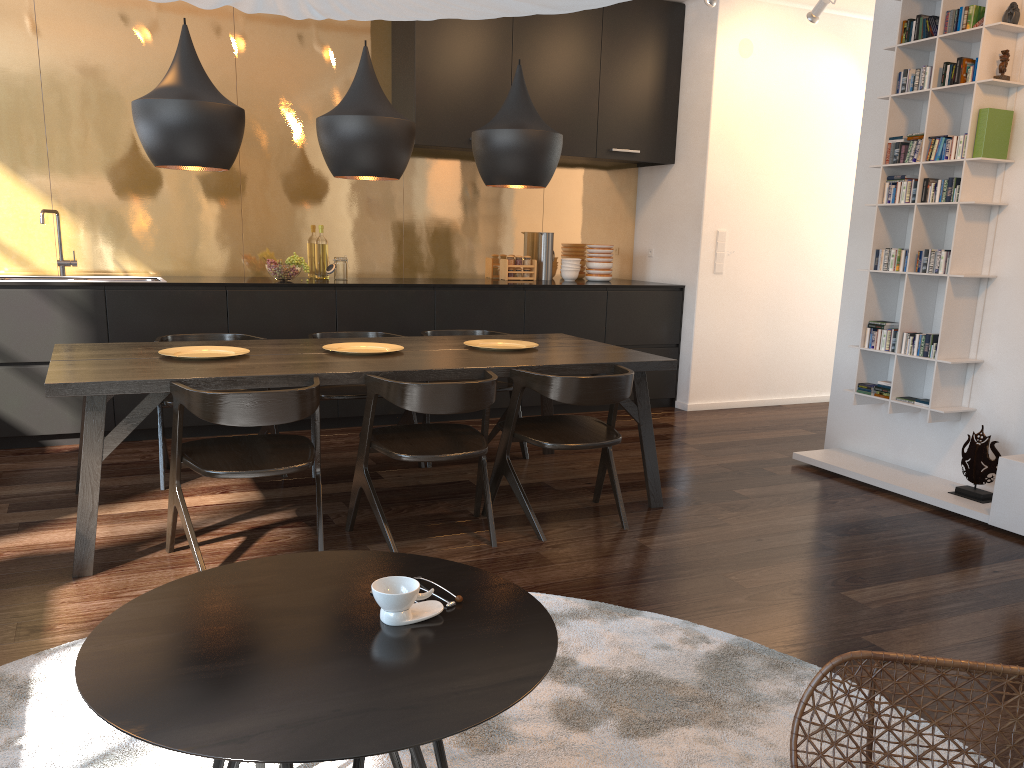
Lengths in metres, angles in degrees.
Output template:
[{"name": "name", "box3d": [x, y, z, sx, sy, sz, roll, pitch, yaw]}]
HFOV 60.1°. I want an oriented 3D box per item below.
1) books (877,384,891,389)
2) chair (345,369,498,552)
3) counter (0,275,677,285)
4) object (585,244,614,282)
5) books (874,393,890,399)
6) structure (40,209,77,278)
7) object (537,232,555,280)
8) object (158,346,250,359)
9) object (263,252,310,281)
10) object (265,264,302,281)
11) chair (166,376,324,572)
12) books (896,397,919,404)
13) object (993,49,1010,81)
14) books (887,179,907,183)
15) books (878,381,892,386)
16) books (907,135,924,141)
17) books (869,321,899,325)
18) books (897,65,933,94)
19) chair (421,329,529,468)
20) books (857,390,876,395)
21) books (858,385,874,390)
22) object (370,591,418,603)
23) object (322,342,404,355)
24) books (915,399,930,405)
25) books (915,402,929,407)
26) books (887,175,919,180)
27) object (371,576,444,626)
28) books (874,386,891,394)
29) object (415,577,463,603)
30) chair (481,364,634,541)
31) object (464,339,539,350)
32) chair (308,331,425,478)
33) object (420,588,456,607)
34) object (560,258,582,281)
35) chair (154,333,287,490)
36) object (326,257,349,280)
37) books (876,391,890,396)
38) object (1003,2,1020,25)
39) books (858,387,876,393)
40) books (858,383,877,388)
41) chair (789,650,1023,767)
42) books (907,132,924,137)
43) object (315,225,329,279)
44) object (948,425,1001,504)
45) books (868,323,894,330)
[{"name": "books", "box3d": [1.933, 0.012, 4.531, 0.069, 0.014, 0.091, -3, 11, -25]}, {"name": "chair", "box3d": [-0.323, 0.288, 3.498, 0.592, 0.682, 0.512, -4, 13, -24]}, {"name": "counter", "box3d": [-1.203, -0.655, 5.586, 5.050, 0.002, 0.722, -3, 10, -25]}, {"name": "object", "box3d": [0.649, -0.898, 6.560, 0.196, 0.268, 0.196, 11, 15, 38]}, {"name": "books", "box3d": [1.931, 0.063, 4.551, 0.069, 0.017, 0.106, -3, 11, -25]}, {"name": "structure", "box3d": [-2.571, -0.792, 5.029, 0.109, 0.391, 0.261, -1, 12, -9]}, {"name": "object", "box3d": [0.258, -0.931, 6.454, 0.164, 0.345, 0.112, -3, 14, -22]}, {"name": "object", "box3d": [-1.261, -0.126, 3.631, 0.355, 0.017, 0.351, -2, 10, -22]}, {"name": "object", "box3d": [-1.365, -0.711, 5.349, 0.238, 0.176, 0.176, -7, 15, -40]}, {"name": "object", "box3d": [-1.382, -0.675, 5.365, 0.218, 0.098, 0.216, 6, 11, 22]}, {"name": "chair", "box3d": [-0.939, 0.317, 3.207, 0.592, 0.682, 0.513, -4, 13, -26]}, {"name": "books", "box3d": [2.012, 0.081, 4.454, 0.093, 0.012, 0.110, -3, 10, -25]}, {"name": "object", "box3d": [2.181, -1.410, 3.921, 0.064, 0.142, 0.045, -7, 15, -33]}, {"name": "books", "box3d": [1.948, -1.010, 4.414, 0.093, 0.012, 0.110, -3, 10, -25]}, {"name": "books", "box3d": [1.934, -0.002, 4.528, 0.069, 0.014, 0.091, -3, 11, -25]}, {"name": "books", "box3d": [1.969, -1.182, 4.253, 0.069, 0.018, 0.106, -3, 11, -25]}, {"name": "books", "box3d": [1.924, -0.316, 4.575, 0.093, 0.012, 0.110, -3, 10, -25]}, {"name": "books", "box3d": [1.975, -1.459, 4.251, 0.108, 0.114, 0.219, -4, 12, -25]}, {"name": "chair", "box3d": [-0.252, 0.064, 4.857, 0.592, 0.682, 0.513, -4, 13, -25]}, {"name": "books", "box3d": [1.878, 0.043, 4.651, 0.074, 0.015, 0.097, -3, 11, -25]}, {"name": "books", "box3d": [1.879, 0.016, 4.646, 0.069, 0.015, 0.091, -3, 11, -25]}, {"name": "object", "box3d": [-0.235, 0.428, 1.783, 0.123, 0.010, 0.025, 7, 11, 30]}, {"name": "object", "box3d": [-0.656, -0.154, 3.910, 0.353, 0.017, 0.353, -7, 13, -44]}, {"name": "books", "box3d": [2.040, 0.088, 4.336, 0.069, 0.014, 0.092, -2, 10, -20]}, {"name": "books", "box3d": [2.041, 0.101, 4.344, 0.069, 0.014, 0.091, -3, 11, -25]}, {"name": "books", "box3d": [1.951, -1.027, 4.413, 0.096, 0.023, 0.110, -3, 11, -25]}, {"name": "object", "box3d": [-0.198, 0.414, 1.688, 0.139, 0.070, 0.090, -1, 11, -13]}, {"name": "books", "box3d": [1.927, 0.030, 4.541, 0.069, 0.023, 0.106, -3, 11, -25]}, {"name": "object", "box3d": [-0.153, 0.420, 1.831, 0.014, 0.015, 0.166, -7, 13, -38]}, {"name": "chair", "box3d": [0.231, 0.262, 3.754, 0.592, 0.682, 0.513, -4, 13, -27]}, {"name": "object", "box3d": [-0.052, -0.183, 4.190, 0.355, 0.017, 0.351, -2, 10, -22]}, {"name": "chair", "box3d": [-0.803, 0.089, 4.603, 0.592, 0.682, 0.513, -4, 13, -27]}, {"name": "object", "box3d": [-0.180, 0.424, 1.799, 0.162, 0.016, 0.025, 9, 13, 39]}, {"name": "object", "box3d": [0.430, -0.840, 6.495, 0.158, 0.163, 0.152, 2, 12, 3]}, {"name": "chair", "box3d": [-1.458, 0.115, 4.331, 0.591, 0.682, 0.513, -5, 14, -28]}, {"name": "object", "box3d": [-1.116, -0.748, 5.682, 0.087, 0.154, 0.175, 13, 16, 41]}, {"name": "books", "box3d": [1.931, 0.049, 4.540, 0.069, 0.014, 0.091, -3, 11, -25]}, {"name": "object", "box3d": [2.190, -1.618, 3.873, 0.064, 0.102, 0.059, 12, 16, 40]}, {"name": "books", "box3d": [1.880, 0.029, 4.648, 0.069, 0.014, 0.091, -3, 11, -25]}, {"name": "books", "box3d": [1.882, 0.007, 4.640, 0.069, 0.009, 0.106, -3, 10, -25]}, {"name": "chair", "box3d": [0.831, 0.651, 1.330, 0.685, 0.721, 0.707, 3, 12, 7]}, {"name": "books", "box3d": [1.977, -1.197, 4.253, 0.093, 0.015, 0.110, -3, 11, -25]}, {"name": "object", "box3d": [-1.243, -0.863, 5.772, 0.091, 0.345, 0.091, 10, 15, 31]}, {"name": "object", "box3d": [2.186, 0.362, 4.137, 0.121, 0.356, 0.210, -4, 14, -25]}, {"name": "books", "box3d": [1.907, -0.298, 4.573, 0.069, 0.023, 0.106, -3, 11, -25]}]
